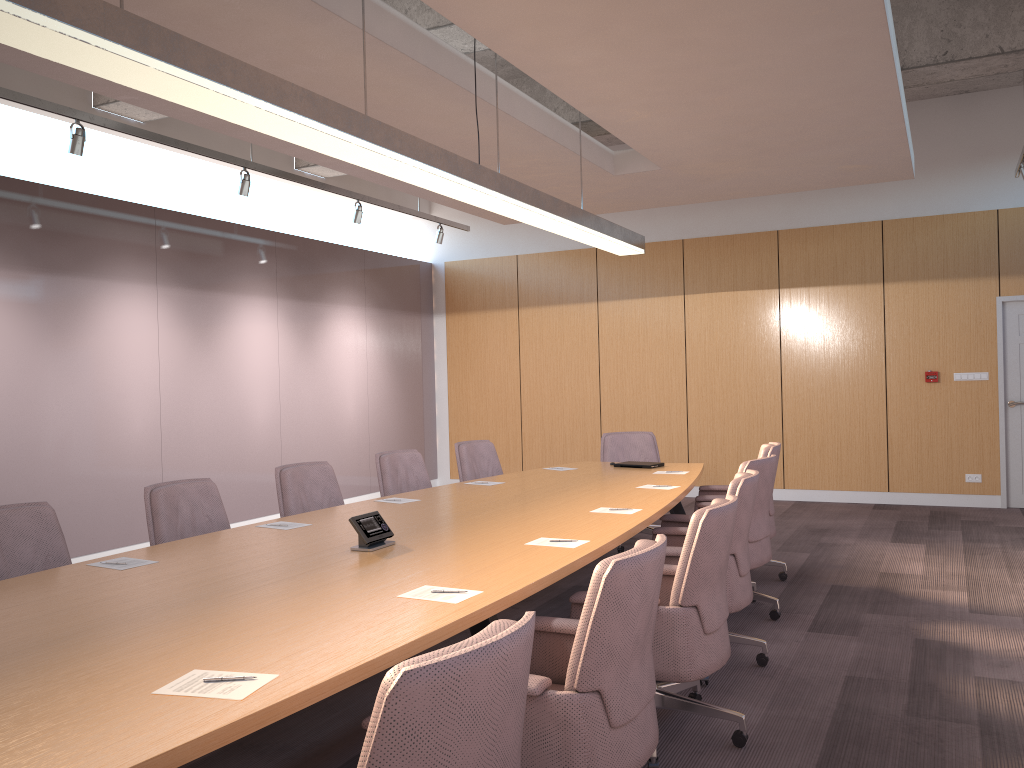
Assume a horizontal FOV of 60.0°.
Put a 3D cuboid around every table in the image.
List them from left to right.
[{"bbox_3d":[-0.705,1.066,3.548,1.885,0.748,8.000,-1,0,26],"label":"table"}]

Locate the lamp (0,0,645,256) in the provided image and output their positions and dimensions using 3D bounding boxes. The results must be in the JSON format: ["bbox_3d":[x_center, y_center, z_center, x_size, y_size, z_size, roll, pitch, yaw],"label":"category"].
[{"bbox_3d":[-0.604,-1.893,3.867,0.200,1.864,6.974,-1,0,26],"label":"lamp"}]

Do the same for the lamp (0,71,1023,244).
[{"bbox_3d":[-0.621,-2.162,3.755,5.699,1.321,12.467,-1,0,26],"label":"lamp"}]

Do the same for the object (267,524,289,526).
[{"bbox_3d":[-1.156,0.693,4.362,0.125,0.009,0.009,-1,0,16],"label":"object"}]

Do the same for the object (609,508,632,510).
[{"bbox_3d":[0.565,0.647,4.585,0.125,0.009,0.009,-1,0,9],"label":"object"}]

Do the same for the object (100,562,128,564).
[{"bbox_3d":[-1.579,0.709,3.513,0.125,0.009,0.009,-1,0,13],"label":"object"}]

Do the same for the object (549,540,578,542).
[{"bbox_3d":[0.219,0.660,3.739,0.125,0.009,0.009,-1,0,10],"label":"object"}]

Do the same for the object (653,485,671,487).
[{"bbox_3d":[0.936,0.633,5.506,0.125,0.009,0.009,-1,0,18],"label":"object"}]

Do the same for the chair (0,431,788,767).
[{"bbox_3d":[-0.762,0.966,3.456,3.001,0.948,9.673,-1,0,27],"label":"chair"}]

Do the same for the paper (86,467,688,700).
[{"bbox_3d":[-0.680,0.690,3.631,1.713,0.001,6.800,-1,0,27],"label":"paper"}]

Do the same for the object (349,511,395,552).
[{"bbox_3d":[-0.587,0.618,3.739,0.110,0.139,0.200,-1,0,26],"label":"object"}]

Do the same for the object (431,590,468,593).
[{"bbox_3d":[-0.203,0.676,2.892,0.125,0.009,0.009,-1,0,10],"label":"object"}]

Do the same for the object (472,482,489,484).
[{"bbox_3d":[-0.216,0.661,5.937,0.125,0.009,0.009,-1,0,19],"label":"object"}]

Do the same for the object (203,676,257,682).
[{"bbox_3d":[-0.661,0.692,2.083,0.125,0.009,0.009,-2,0,-4],"label":"object"}]

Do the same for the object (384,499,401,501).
[{"bbox_3d":[-0.702,0.678,5.177,0.125,0.009,0.009,-1,0,21],"label":"object"}]

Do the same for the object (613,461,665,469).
[{"bbox_3d":[0.971,0.618,6.789,0.325,0.026,0.231,-1,0,39],"label":"object"}]

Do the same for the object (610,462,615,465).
[{"bbox_3d":[0.790,0.625,6.976,0.039,0.019,0.070,-1,0,20],"label":"object"}]
